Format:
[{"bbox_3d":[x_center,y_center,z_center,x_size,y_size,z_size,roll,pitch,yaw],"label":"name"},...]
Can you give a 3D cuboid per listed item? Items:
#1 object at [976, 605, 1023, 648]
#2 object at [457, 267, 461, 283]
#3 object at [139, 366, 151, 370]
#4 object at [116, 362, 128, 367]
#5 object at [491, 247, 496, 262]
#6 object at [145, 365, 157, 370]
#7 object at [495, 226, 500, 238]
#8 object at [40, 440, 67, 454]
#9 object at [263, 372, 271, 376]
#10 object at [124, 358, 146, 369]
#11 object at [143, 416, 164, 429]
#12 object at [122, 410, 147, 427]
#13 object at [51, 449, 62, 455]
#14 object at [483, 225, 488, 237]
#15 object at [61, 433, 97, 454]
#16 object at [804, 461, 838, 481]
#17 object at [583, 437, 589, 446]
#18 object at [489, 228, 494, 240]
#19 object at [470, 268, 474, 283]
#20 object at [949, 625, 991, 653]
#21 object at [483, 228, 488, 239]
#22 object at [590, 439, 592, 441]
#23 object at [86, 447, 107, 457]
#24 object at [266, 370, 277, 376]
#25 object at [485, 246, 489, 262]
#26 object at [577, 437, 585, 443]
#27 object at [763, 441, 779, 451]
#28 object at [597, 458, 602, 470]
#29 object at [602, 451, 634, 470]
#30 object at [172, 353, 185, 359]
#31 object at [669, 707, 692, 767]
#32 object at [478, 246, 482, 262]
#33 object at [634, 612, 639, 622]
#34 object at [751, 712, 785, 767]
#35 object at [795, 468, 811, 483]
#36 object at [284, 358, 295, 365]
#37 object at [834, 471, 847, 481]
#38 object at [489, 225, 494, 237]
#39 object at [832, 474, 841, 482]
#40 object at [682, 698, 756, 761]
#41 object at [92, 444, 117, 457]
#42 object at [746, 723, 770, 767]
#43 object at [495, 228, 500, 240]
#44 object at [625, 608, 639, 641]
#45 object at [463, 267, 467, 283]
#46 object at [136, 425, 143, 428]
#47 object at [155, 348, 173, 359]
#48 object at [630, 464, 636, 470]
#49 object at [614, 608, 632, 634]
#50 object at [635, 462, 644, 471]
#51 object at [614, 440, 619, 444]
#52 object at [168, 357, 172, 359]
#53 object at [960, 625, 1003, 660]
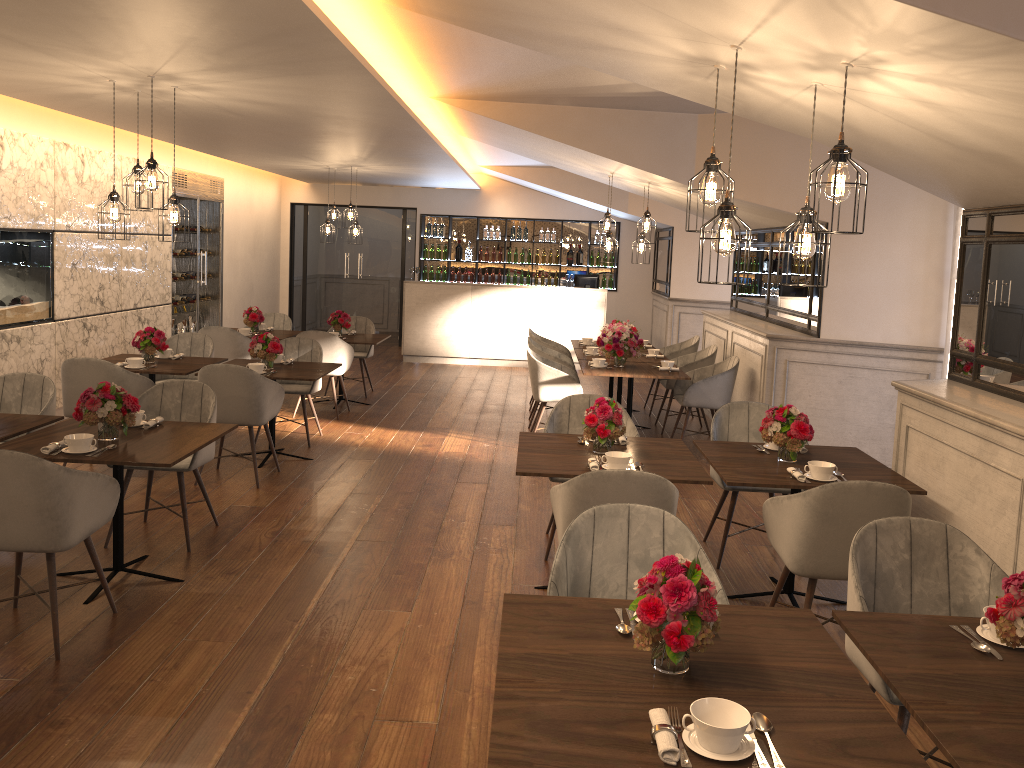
[{"bbox_3d":[1.355,0.665,2.422,0.148,0.072,0.149,-2,9,-31],"label":"object"},{"bbox_3d":[-0.889,-1.823,14.766,0.065,0.260,0.066,0,6,-20],"label":"object"},{"bbox_3d":[-2.753,-0.122,6.677,0.022,0.004,0.212,3,9,1],"label":"object"},{"bbox_3d":[-2.945,-0.144,6.653,0.056,0.039,0.177,3,9,1],"label":"object"},{"bbox_3d":[-0.306,-2.156,14.718,0.065,0.260,0.066,0,6,-20],"label":"object"},{"bbox_3d":[-2.718,-0.125,6.668,0.043,0.015,0.198,2,9,-2],"label":"object"},{"bbox_3d":[-0.235,-2.516,14.650,0.069,0.207,0.040,2,6,1],"label":"object"},{"bbox_3d":[-2.101,0.287,4.069,0.056,0.039,0.177,3,9,1],"label":"object"},{"bbox_3d":[-1.836,-0.080,6.654,0.022,0.004,0.212,3,9,1],"label":"object"},{"bbox_3d":[-2.831,-0.155,6.649,0.149,0.072,0.148,10,11,43],"label":"object"},{"bbox_3d":[-1.892,0.204,4.671,0.056,0.039,0.177,3,9,1],"label":"object"},{"bbox_3d":[-2.005,0.182,4.672,0.148,0.072,0.149,-1,9,-21],"label":"object"},{"bbox_3d":[-2.066,0.294,4.079,0.025,0.024,0.194,3,9,1],"label":"object"},{"bbox_3d":[-0.436,-2.525,14.655,0.069,0.207,0.040,2,6,1],"label":"object"},{"bbox_3d":[-1.986,0.276,4.065,0.148,0.072,0.149,-1,9,-21],"label":"object"},{"bbox_3d":[1.440,0.408,4.125,0.148,0.072,0.149,-2,9,-31],"label":"object"},{"bbox_3d":[0.398,0.306,4.734,0.022,0.004,0.212,3,9,1],"label":"object"},{"bbox_3d":[-0.337,-2.484,14.657,0.070,0.189,0.041,2,6,1],"label":"object"},{"bbox_3d":[-0.668,-1.813,14.760,0.065,0.260,0.066,0,6,-20],"label":"object"},{"bbox_3d":[1.248,0.692,2.408,0.043,0.015,0.198,3,9,5],"label":"object"},{"bbox_3d":[-0.437,-2.489,14.659,0.070,0.189,0.041,2,6,1],"label":"object"},{"bbox_3d":[0.478,0.272,4.755,0.148,0.072,0.149,-2,9,-31],"label":"object"},{"bbox_3d":[-1.909,0.309,4.093,0.022,0.004,0.212,3,9,1],"label":"object"},{"bbox_3d":[-1.800,-0.083,6.646,0.043,0.015,0.198,2,9,-2],"label":"object"},{"bbox_3d":[-0.417,-2.161,14.720,0.065,0.260,0.066,0,6,-20],"label":"object"},{"bbox_3d":[0.371,0.298,4.741,0.043,0.015,0.198,3,9,5],"label":"object"},{"bbox_3d":[1.421,0.314,4.732,0.148,0.072,0.149,-2,9,-31],"label":"object"},{"bbox_3d":[0.416,0.384,4.162,0.025,0.024,0.194,3,9,1],"label":"object"},{"bbox_3d":[0.496,0.365,4.148,0.148,0.072,0.149,-2,9,-31],"label":"object"},{"bbox_3d":[-2.736,-0.227,7.255,0.056,0.039,0.177,3,9,1],"label":"object"},{"bbox_3d":[0.350,0.735,1.852,0.025,0.024,0.194,3,9,1],"label":"object"},{"bbox_3d":[-0.527,-2.166,14.723,0.065,0.260,0.066,0,6,-20],"label":"object"},{"bbox_3d":[0.412,0.623,2.445,0.148,0.072,0.149,-2,9,-31],"label":"object"},{"bbox_3d":[0.543,0.747,1.858,0.043,0.015,0.198,2,9,-2],"label":"object"},{"bbox_3d":[1.360,0.427,4.139,0.025,0.024,0.194,3,9,1],"label":"object"},{"bbox_3d":[-1.818,-0.186,7.232,0.056,0.039,0.177,3,9,1],"label":"object"},{"bbox_3d":[1.552,0.438,4.145,0.043,0.015,0.198,2,9,-2],"label":"object"},{"bbox_3d":[-0.335,-2.520,14.653,0.069,0.207,0.040,2,6,1],"label":"object"},{"bbox_3d":[1.517,0.442,4.153,0.022,0.004,0.212,3,9,1],"label":"object"},{"bbox_3d":[0.430,0.717,1.838,0.148,0.072,0.149,-2,9,-31],"label":"object"},{"bbox_3d":[-1.874,0.306,4.084,0.043,0.015,0.198,2,9,-2],"label":"object"},{"bbox_3d":[0.507,0.750,1.866,0.022,0.004,0.212,3,9,1],"label":"object"},{"bbox_3d":[-0.237,-2.480,14.654,0.070,0.189,0.041,2,6,1],"label":"object"},{"bbox_3d":[0.332,0.658,2.424,0.022,0.004,0.212,3,9,1],"label":"object"},{"bbox_3d":[-0.778,-1.818,14.763,0.065,0.260,0.066,0,6,-20],"label":"object"},{"bbox_3d":[-1.927,0.211,4.663,0.025,0.024,0.194,3,9,1],"label":"object"},{"bbox_3d":[-2.849,-0.249,7.256,0.149,0.072,0.148,10,11,43],"label":"object"},{"bbox_3d":[0.573,0.399,4.176,0.022,0.004,0.212,3,9,1],"label":"object"},{"bbox_3d":[0.305,0.650,2.431,0.043,0.015,0.198,3,9,5],"label":"object"},{"bbox_3d":[0.609,0.396,4.168,0.043,0.015,0.198,2,9,-2],"label":"object"},{"bbox_3d":[0.556,0.300,4.746,0.025,0.024,0.194,3,9,1],"label":"object"},{"bbox_3d":[-2.771,-0.220,7.247,0.025,0.024,0.194,3,9,1],"label":"object"},{"bbox_3d":[1.276,0.700,2.401,0.022,0.004,0.212,3,9,1],"label":"object"}]
